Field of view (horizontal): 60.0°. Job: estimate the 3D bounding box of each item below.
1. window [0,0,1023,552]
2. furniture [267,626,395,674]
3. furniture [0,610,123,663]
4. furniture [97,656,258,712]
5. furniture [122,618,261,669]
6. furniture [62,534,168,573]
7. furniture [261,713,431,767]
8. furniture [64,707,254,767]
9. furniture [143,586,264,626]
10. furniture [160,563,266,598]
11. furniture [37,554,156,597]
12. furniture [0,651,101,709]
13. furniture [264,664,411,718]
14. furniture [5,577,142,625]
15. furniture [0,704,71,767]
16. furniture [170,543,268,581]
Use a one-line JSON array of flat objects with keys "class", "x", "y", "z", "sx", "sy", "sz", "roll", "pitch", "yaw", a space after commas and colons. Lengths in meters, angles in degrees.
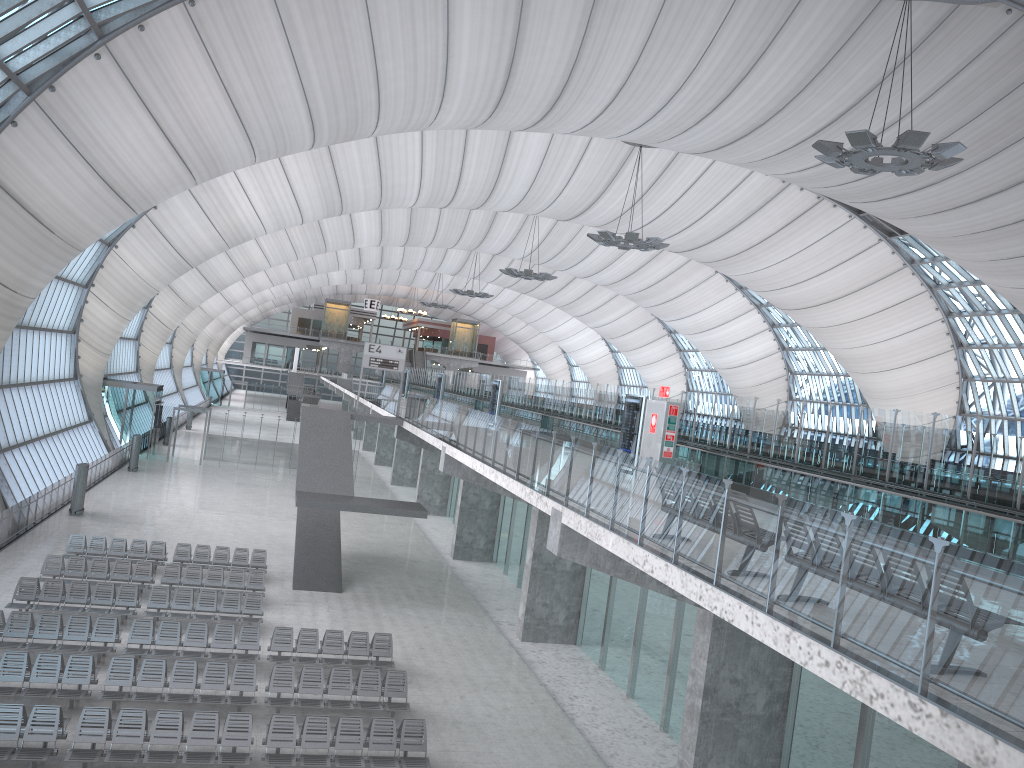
[{"class": "window", "x": -4.191, "y": -3.512, "z": 78.692, "sx": 50.537, "sy": 20.004, "sz": 167.818, "roll": 8, "pitch": 0, "yaw": -15}, {"class": "furniture", "x": -3.938, "y": 5.836, "z": 19.372, "sx": 2.705, "sy": 0.913, "sz": 1.572, "roll": 8, "pitch": 0, "yaw": -15}, {"class": "furniture", "x": -9.397, "y": 5.097, "z": 17.944, "sx": 2.705, "sy": 0.913, "sz": 1.572, "roll": 8, "pitch": 0, "yaw": -15}, {"class": "furniture", "x": -6.069, "y": 5.539, "z": 16.334, "sx": 2.705, "sy": 0.913, "sz": 1.572, "roll": 8, "pitch": 0, "yaw": -15}, {"class": "furniture", "x": -6.667, "y": 5.466, "z": 18.658, "sx": 2.705, "sy": 0.913, "sz": 1.572, "roll": 8, "pitch": 0, "yaw": -15}, {"class": "furniture", "x": -11.306, "y": 4.863, "z": 25.359, "sx": 2.705, "sy": 0.913, "sz": 1.572, "roll": 8, "pitch": 0, "yaw": -15}, {"class": "furniture", "x": -2.741, "y": 5.982, "z": 14.724, "sx": 2.705, "sy": 0.913, "sz": 1.572, "roll": 8, "pitch": 0, "yaw": -15}, {"class": "furniture", "x": -5.471, "y": 5.612, "z": 14.009, "sx": 2.705, "sy": 0.913, "sz": 1.572, "roll": 8, "pitch": 0, "yaw": -15}, {"class": "furniture", "x": -7.333, "y": 5.385, "z": 21.243, "sx": 2.705, "sy": 0.913, "sz": 1.572, "roll": 8, "pitch": 0, "yaw": -15}, {"class": "furniture", "x": -7.918, "y": 5.313, "z": 23.517, "sx": 2.705, "sy": 0.913, "sz": 1.572, "roll": 8, "pitch": 0, "yaw": -15}, {"class": "furniture", "x": -10.648, "y": 4.944, "z": 22.803, "sx": 2.705, "sy": 0.913, "sz": 1.572, "roll": 8, "pitch": 0, "yaw": -15}, {"class": "furniture", "x": -8.799, "y": 5.170, "z": 15.620, "sx": 2.705, "sy": 0.913, "sz": 1.572, "roll": 8, "pitch": 0, "yaw": -15}, {"class": "furniture", "x": -3.339, "y": 5.909, "z": 17.048, "sx": 2.705, "sy": 0.913, "sz": 1.572, "roll": 8, "pitch": 0, "yaw": -15}, {"class": "furniture", "x": -10.062, "y": 5.015, "z": 20.529, "sx": 2.705, "sy": 0.913, "sz": 1.572, "roll": 8, "pitch": 0, "yaw": -15}, {"class": "furniture", "x": -8.200, "y": 5.243, "z": 13.295, "sx": 2.705, "sy": 0.913, "sz": 1.572, "roll": 8, "pitch": 0, "yaw": -15}, {"class": "furniture", "x": -8.576, "y": 5.233, "z": 26.074, "sx": 2.705, "sy": 0.913, "sz": 1.572, "roll": 8, "pitch": 0, "yaw": -15}]
